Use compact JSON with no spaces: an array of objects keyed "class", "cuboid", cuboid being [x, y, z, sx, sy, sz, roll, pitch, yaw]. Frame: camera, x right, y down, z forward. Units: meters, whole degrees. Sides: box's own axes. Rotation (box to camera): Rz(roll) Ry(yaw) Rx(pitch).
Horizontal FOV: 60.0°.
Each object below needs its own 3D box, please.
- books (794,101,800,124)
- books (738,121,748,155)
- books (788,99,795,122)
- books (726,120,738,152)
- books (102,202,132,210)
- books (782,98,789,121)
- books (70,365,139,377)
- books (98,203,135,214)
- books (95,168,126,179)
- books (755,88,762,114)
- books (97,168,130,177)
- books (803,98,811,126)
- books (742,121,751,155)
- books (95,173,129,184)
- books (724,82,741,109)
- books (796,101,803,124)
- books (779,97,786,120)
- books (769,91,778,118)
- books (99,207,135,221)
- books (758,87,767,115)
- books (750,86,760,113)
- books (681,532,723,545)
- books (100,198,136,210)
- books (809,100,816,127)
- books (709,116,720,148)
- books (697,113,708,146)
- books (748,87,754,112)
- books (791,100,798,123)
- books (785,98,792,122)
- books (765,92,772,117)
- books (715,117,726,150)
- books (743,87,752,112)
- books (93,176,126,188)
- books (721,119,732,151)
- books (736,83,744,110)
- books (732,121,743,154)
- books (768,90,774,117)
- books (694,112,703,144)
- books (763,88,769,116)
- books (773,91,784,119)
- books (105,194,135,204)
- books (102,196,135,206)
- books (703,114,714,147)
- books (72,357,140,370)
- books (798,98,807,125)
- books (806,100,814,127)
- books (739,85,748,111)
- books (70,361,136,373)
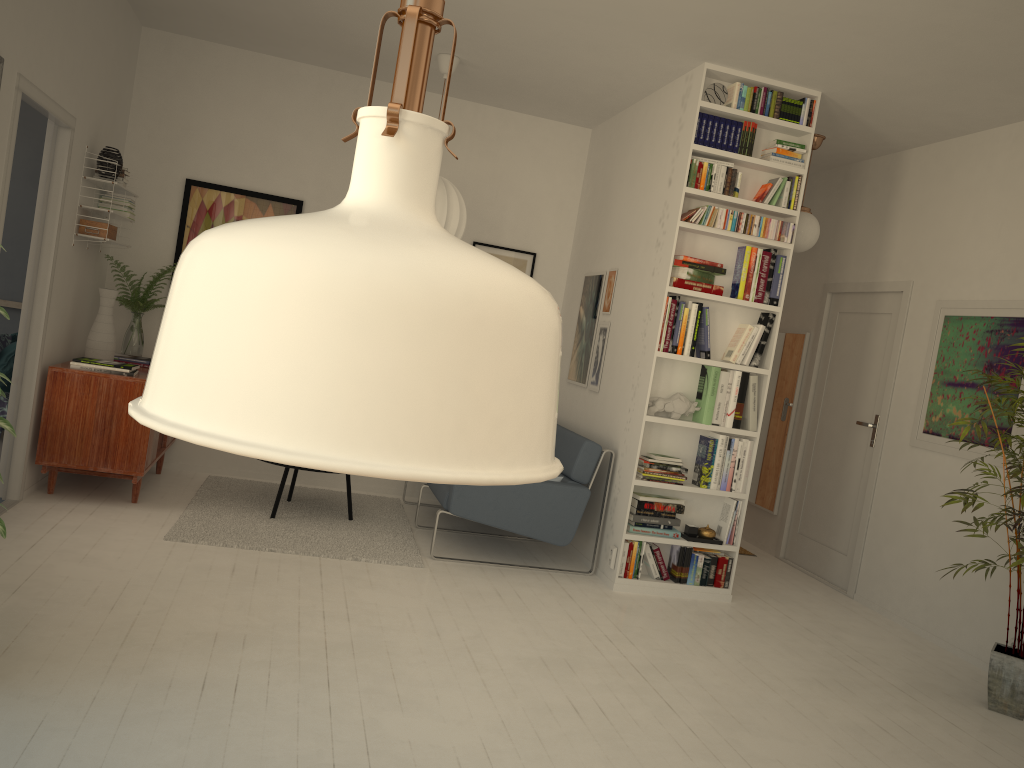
[{"class":"books","cuboid":[1.558,-1.508,4.970,0.017,0.130,0.150,9,3,-14]},{"class":"books","cuboid":[1.241,-1.354,4.954,0.020,0.191,0.205,9,3,-14]},{"class":"books","cuboid":[1.525,-1.513,4.962,0.017,0.130,0.150,9,3,-14]},{"class":"books","cuboid":[1.180,-1.357,4.928,0.034,0.178,0.188,9,3,-14]},{"class":"books","cuboid":[-2.453,-1.103,5.513,0.147,0.012,0.195,9,3,-16]},{"class":"books","cuboid":[1.491,-1.518,4.953,0.017,0.130,0.150,9,3,-14]},{"class":"books","cuboid":[-2.252,-0.083,4.914,0.320,0.020,0.237,8,3,-18]},{"class":"books","cuboid":[-2.452,-1.086,5.498,0.168,0.021,0.197,9,3,-11]},{"class":"books","cuboid":[-2.352,-1.228,5.197,0.155,0.024,0.136,8,3,-21]},{"class":"books","cuboid":[1.326,-1.554,4.946,0.024,0.148,0.188,9,3,-14]},{"class":"books","cuboid":[-2.335,-1.256,5.193,0.178,0.036,0.145,8,3,-21]},{"class":"books","cuboid":[1.608,-1.514,5.020,0.020,0.156,0.229,9,3,-14]},{"class":"books","cuboid":[1.261,-1.350,4.956,0.020,0.191,0.205,9,3,-14]},{"class":"books","cuboid":[-2.348,-1.206,5.207,0.158,0.019,0.131,9,3,-12]},{"class":"books","cuboid":[1.204,-1.572,4.897,0.026,0.149,0.155,9,3,-14]},{"class":"books","cuboid":[1.575,-1.505,4.974,0.017,0.130,0.150,9,3,-14]},{"class":"books","cuboid":[1.474,-1.520,4.949,0.017,0.130,0.150,9,3,-14]},{"class":"books","cuboid":[1.411,-1.545,4.977,0.032,0.154,0.212,9,3,-14]},{"class":"books","cuboid":[-2.453,-1.058,5.509,0.179,0.037,0.190,9,3,-14]},{"class":"books","cuboid":[1.348,-1.555,4.958,0.024,0.156,0.228,9,3,-14]},{"class":"books","cuboid":[1.305,-1.555,4.924,0.028,0.147,0.192,9,3,-14]},{"class":"books","cuboid":[1.070,0.876,5.032,0.214,0.023,0.130,9,3,-14]},{"class":"books","cuboid":[-2.444,-1.118,5.499,0.173,0.023,0.190,9,3,-14]},{"class":"books","cuboid":[1.640,-1.510,5.047,0.014,0.154,0.260,9,3,-14]},{"class":"books","cuboid":[1.079,-1.372,4.903,0.034,0.178,0.188,9,3,-14]},{"class":"books","cuboid":[1.012,-1.383,4.886,0.034,0.178,0.188,9,3,-14]},{"class":"books","cuboid":[1.278,-1.558,4.937,0.018,0.141,0.207,9,3,-14]},{"class":"books","cuboid":[1.542,-1.510,4.966,0.017,0.130,0.150,9,3,-14]},{"class":"books","cuboid":[1.508,-1.515,4.957,0.017,0.130,0.150,9,3,-14]},{"class":"books","cuboid":[1.381,-1.540,4.952,0.019,0.137,0.201,9,3,-14]},{"class":"books","cuboid":[1.113,-1.367,4.911,0.034,0.178,0.188,9,3,-14]},{"class":"books","cuboid":[1.254,-1.558,4.945,0.025,0.131,0.253,9,3,-14]},{"class":"books","cuboid":[-2.359,-1.184,5.204,0.159,0.028,0.147,8,3,-17]},{"class":"books","cuboid":[1.146,-1.362,4.920,0.034,0.178,0.188,9,3,-14]},{"class":"books","cuboid":[1.219,-1.570,4.918,0.013,0.146,0.209,9,3,-14]},{"class":"books","cuboid":[1.214,-1.352,4.937,0.034,0.178,0.188,9,3,-14]},{"class":"books","cuboid":[1.394,-1.546,4.961,0.009,0.151,0.209,9,3,-14]},{"class":"books","cuboid":[0.978,-1.388,4.878,0.034,0.178,0.188,9,3,-14]},{"class":"books","cuboid":[1.366,-1.553,4.958,0.012,0.157,0.220,9,3,-14]},{"class":"books","cuboid":[1.445,-1.538,4.970,0.032,0.152,0.200,9,3,-14]},{"class":"books","cuboid":[-2.432,-1.148,5.504,0.147,0.016,0.195,9,3,-16]},{"class":"books","cuboid":[-2.440,-1.135,5.505,0.153,0.013,0.197,9,3,-11]},{"class":"books","cuboid":[1.046,-1.377,4.895,0.034,0.178,0.188,9,3,-14]},{"class":"books","cuboid":[-2.245,-0.114,4.913,0.311,0.015,0.192,9,3,-11]},{"class":"books","cuboid":[1.596,-1.512,4.978,0.019,0.157,0.150,9,3,-14]},{"class":"books","cuboid":[1.629,-1.508,5.022,0.021,0.151,0.228,9,3,-14]},{"class":"books","cuboid":[1.241,-1.560,4.898,0.023,0.136,0.161,9,3,-14]},{"class":"books","cuboid":[-2.258,-0.100,4.911,0.296,0.015,0.240,9,3,-15]}]
